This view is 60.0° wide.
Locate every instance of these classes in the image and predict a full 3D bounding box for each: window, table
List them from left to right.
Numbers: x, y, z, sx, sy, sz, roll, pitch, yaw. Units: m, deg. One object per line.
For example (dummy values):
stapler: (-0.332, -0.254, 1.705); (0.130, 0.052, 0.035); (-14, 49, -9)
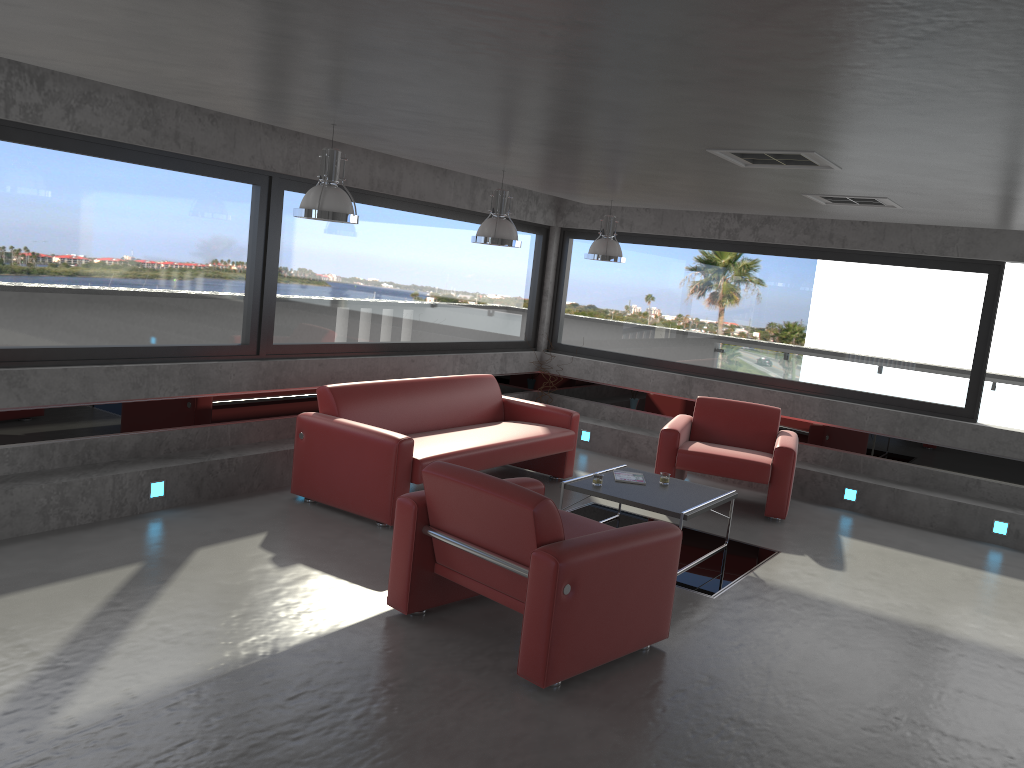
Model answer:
window: (-1.878, -0.969, 7.339); (0.003, 1.364, 7.800); (11, 9, 33)
table: (1.008, 0.973, 6.605); (0.994, 0.436, 1.018); (11, 9, 33)
window: (2.471, -0.769, 9.473); (4.583, 1.364, 0.003); (11, 9, 33)

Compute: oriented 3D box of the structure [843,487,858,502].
structure: (3.204, 1.048, 8.398); (0.123, 0.123, 0.004); (11, 9, 33)

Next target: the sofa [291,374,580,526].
sofa: (-0.484, 0.441, 7.505); (1.120, 0.854, 2.626); (11, 9, 33)

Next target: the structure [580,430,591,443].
structure: (0.826, 0.585, 9.946); (0.123, 0.123, 0.004); (11, 9, 33)

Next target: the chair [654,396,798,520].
chair: (2.002, 0.624, 8.194); (1.196, 0.854, 1.130); (9, 8, 18)

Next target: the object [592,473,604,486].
object: (0.628, 0.699, 6.488); (0.079, 0.077, 0.079); (8, 8, 16)

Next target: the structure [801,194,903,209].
structure: (2.404, -1.396, 6.208); (0.563, 0.240, 0.563); (11, 9, 33)

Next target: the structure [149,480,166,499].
structure: (-2.442, 0.726, 6.106); (0.004, 0.123, 0.123); (11, 9, 33)

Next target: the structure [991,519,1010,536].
structure: (4.251, 1.252, 7.717); (0.123, 0.123, 0.004); (11, 9, 33)

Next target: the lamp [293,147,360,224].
lamp: (-1.093, -1.191, 5.299); (0.389, 0.422, 0.388); (11, 9, 33)

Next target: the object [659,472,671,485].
object: (1.167, 0.722, 6.769); (0.079, 0.077, 0.079); (13, 10, 41)

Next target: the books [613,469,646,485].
books: (0.904, 0.713, 6.827); (0.228, 0.022, 0.326); (7, 7, 3)

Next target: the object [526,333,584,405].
object: (0.347, 0.097, 9.438); (0.466, 1.289, 0.531); (-1, 10, -44)

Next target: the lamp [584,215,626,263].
lamp: (0.892, -1.364, 8.297); (0.388, 0.422, 0.389); (9, 8, 22)

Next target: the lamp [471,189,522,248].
lamp: (-0.100, -1.277, 6.798); (0.389, 0.422, 0.388); (11, 9, 33)

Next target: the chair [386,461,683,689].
chair: (0.154, 0.866, 4.781); (1.196, 0.854, 1.130); (13, 10, 42)

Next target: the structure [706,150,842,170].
structure: (1.417, -1.310, 4.718); (0.563, 0.240, 0.563); (11, 9, 33)
